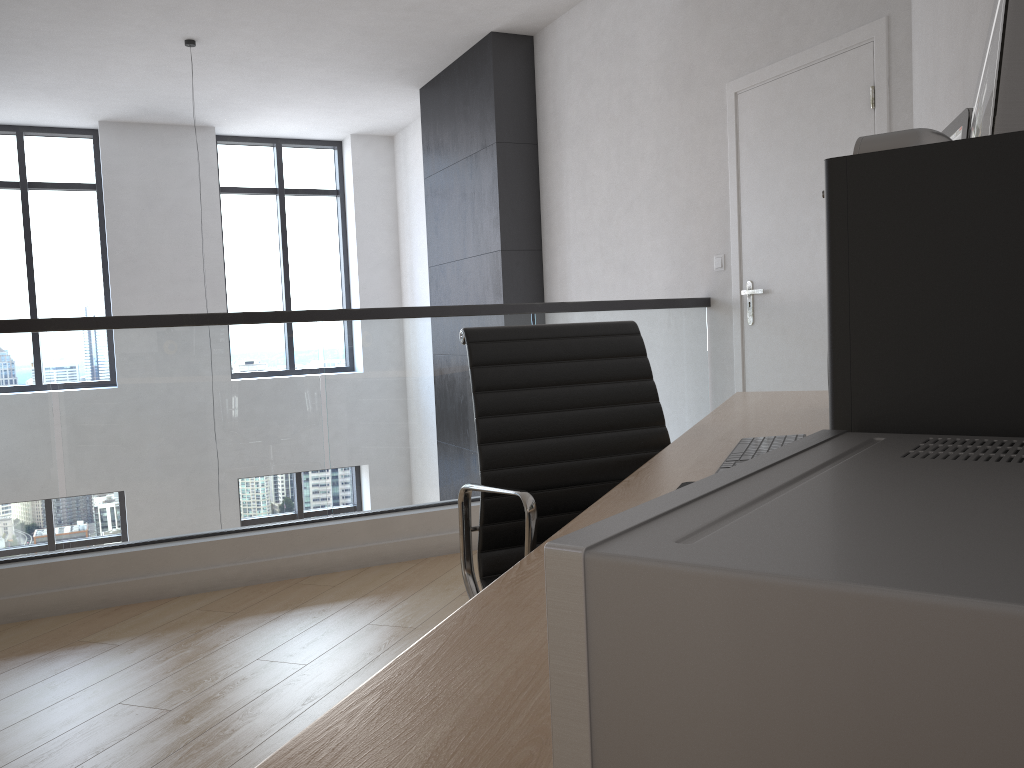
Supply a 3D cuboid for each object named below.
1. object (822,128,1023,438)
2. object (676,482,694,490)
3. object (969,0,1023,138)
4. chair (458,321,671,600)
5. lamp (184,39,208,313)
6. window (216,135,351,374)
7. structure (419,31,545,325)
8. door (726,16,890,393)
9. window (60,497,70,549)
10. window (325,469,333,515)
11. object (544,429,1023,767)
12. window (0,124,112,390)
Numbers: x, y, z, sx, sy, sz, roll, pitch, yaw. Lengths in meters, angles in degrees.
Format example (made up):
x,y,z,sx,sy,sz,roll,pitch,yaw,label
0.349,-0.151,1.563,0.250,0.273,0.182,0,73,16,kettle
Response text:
x,y,z,sx,sy,sz,roll,pitch,yaw,label
0.336,0.014,0.528,0.249,0.354,0.198,0,4,35,object
0.303,0.152,1.155,0.200,0.002,0.250,-1,4,20,object
0.541,-0.114,0.975,0.190,0.535,0.716,-1,4,25,object
0.255,0.363,1.865,0.664,0.991,0.699,-4,4,-19,chair
-2.060,-0.050,6.088,1.000,4.513,1.000,-4,4,-23,lamp
-2.339,-1.289,9.099,1.310,2.402,0.170,-4,4,-25,window
-0.354,0.747,6.880,0.722,6.351,1.500,-4,4,-25,structure
1.303,-0.386,3.959,0.085,2.136,0.974,-4,4,-25,door
-4.277,2.203,8.351,1.310,2.402,0.170,-4,4,-25,window
-2.193,2.051,9.310,1.310,2.402,0.170,-4,4,-25,window
0.195,0.123,0.311,0.270,0.174,0.285,0,4,35,object
-4.423,-1.136,8.140,1.310,2.402,0.170,-4,4,-25,window
